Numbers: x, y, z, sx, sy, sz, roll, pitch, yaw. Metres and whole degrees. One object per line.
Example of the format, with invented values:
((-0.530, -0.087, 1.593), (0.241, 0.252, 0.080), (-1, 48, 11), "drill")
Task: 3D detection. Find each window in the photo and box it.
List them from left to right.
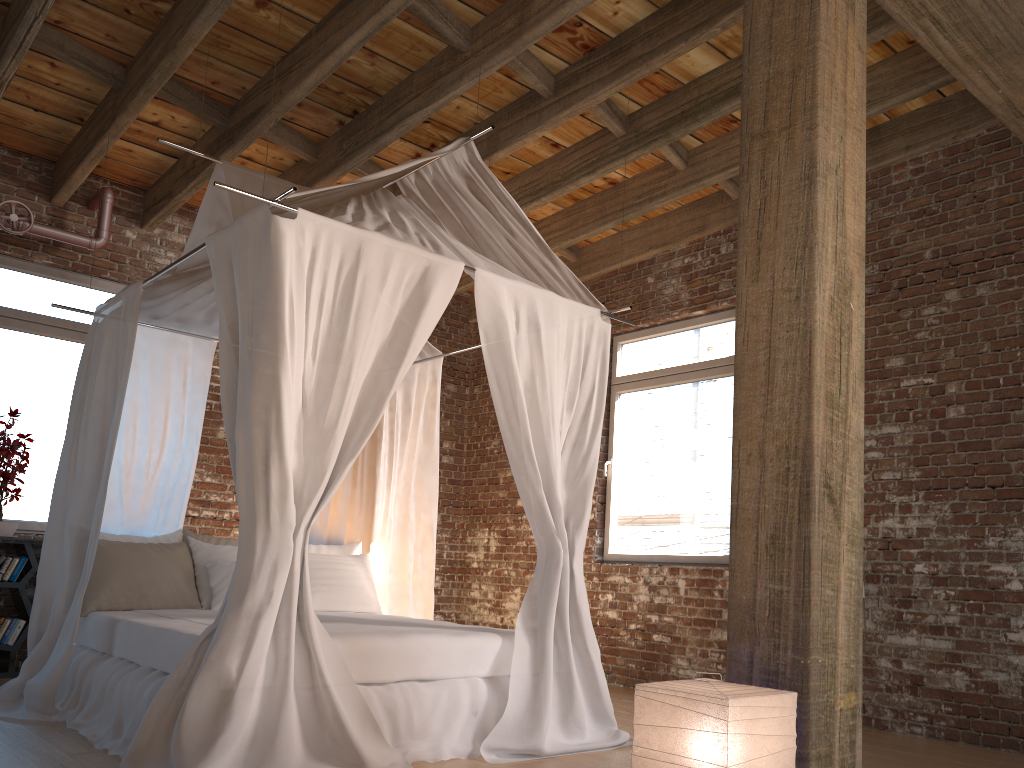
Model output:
((-3.260, 0.066, 5.809), (1.372, 1.828, 0.166), (11, -11, -41), "window")
((1.162, 0.418, 6.465), (0.175, 1.828, 1.303), (9, -11, -40), "window")

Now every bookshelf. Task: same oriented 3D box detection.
((-3.215, 1.365, 5.422), (0.873, 0.836, 0.290), (12, -12, -40), "bookshelf")

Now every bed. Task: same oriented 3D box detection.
((-0.941, -0.210, 4.673), (2.547, 3.840, 2.644), (11, -12, -40), "bed")

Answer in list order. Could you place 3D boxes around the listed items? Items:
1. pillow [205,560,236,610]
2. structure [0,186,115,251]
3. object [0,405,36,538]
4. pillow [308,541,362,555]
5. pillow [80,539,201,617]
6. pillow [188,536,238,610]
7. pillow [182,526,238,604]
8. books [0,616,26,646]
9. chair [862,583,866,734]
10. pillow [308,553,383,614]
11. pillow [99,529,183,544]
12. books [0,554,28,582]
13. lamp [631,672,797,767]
((-1.509, 1.132, 4.941), (0.392, 0.288, 0.213), (9, -11, -32), "pillow")
((-3.530, -0.044, 5.087), (2.039, 3.426, 0.571), (11, -11, -41), "structure")
((-3.207, 0.528, 5.477), (0.392, 0.831, 0.424), (-5, -12, 44), "object")
((-1.232, 1.226, 5.674), (0.644, 0.493, 0.206), (12, -12, -40), "pillow")
((-2.001, 1.036, 4.735), (0.625, 0.410, 0.355), (13, -14, -43), "pillow")
((-1.553, 1.104, 5.130), (0.624, 0.398, 0.346), (13, -14, -42), "pillow")
((-1.687, 1.114, 5.278), (0.645, 0.489, 0.207), (12, -12, -41), "pillow")
((-3.112, 1.510, 5.410), (0.207, 0.179, 0.133), (12, -13, -40), "books")
((1.673, 1.458, 4.889), (0.585, 0.887, 0.532), (11, -12, -40), "chair")
((-1.108, 1.246, 5.525), (0.641, 0.428, 0.290), (12, -13, -40), "pillow")
((-2.125, 1.026, 4.884), (0.645, 0.487, 0.197), (12, -12, -40), "pillow")
((-3.131, 1.132, 5.423), (0.249, 0.164, 0.133), (12, -13, -40), "books")
((0.911, 1.127, 2.004), (1.368, 0.771, 0.368), (-7, -13, 41), "lamp")
